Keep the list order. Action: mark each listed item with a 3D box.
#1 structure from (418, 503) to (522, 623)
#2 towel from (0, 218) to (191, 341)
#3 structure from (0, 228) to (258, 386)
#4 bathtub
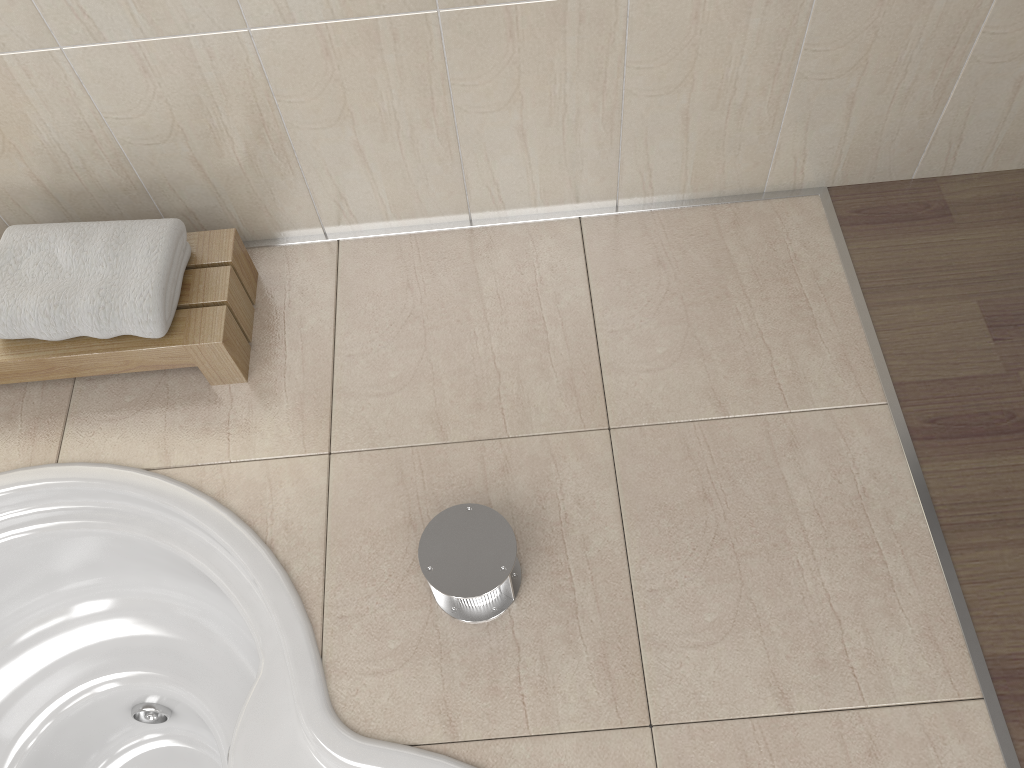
[{"bbox_3d":[-0.063,0.282,1.393,0.150,0.131,0.150,3,60,6],"label":"structure"},{"bbox_3d":[-0.759,-0.187,1.576,0.331,0.099,0.233,-1,60,3],"label":"towel"},{"bbox_3d":[-1.148,-0.092,1.687,1.280,0.140,0.260,-5,59,1],"label":"structure"},{"bbox_3d":[-0.735,1.187,1.354,1.751,0.674,1.754,36,68,22],"label":"bathtub"}]
